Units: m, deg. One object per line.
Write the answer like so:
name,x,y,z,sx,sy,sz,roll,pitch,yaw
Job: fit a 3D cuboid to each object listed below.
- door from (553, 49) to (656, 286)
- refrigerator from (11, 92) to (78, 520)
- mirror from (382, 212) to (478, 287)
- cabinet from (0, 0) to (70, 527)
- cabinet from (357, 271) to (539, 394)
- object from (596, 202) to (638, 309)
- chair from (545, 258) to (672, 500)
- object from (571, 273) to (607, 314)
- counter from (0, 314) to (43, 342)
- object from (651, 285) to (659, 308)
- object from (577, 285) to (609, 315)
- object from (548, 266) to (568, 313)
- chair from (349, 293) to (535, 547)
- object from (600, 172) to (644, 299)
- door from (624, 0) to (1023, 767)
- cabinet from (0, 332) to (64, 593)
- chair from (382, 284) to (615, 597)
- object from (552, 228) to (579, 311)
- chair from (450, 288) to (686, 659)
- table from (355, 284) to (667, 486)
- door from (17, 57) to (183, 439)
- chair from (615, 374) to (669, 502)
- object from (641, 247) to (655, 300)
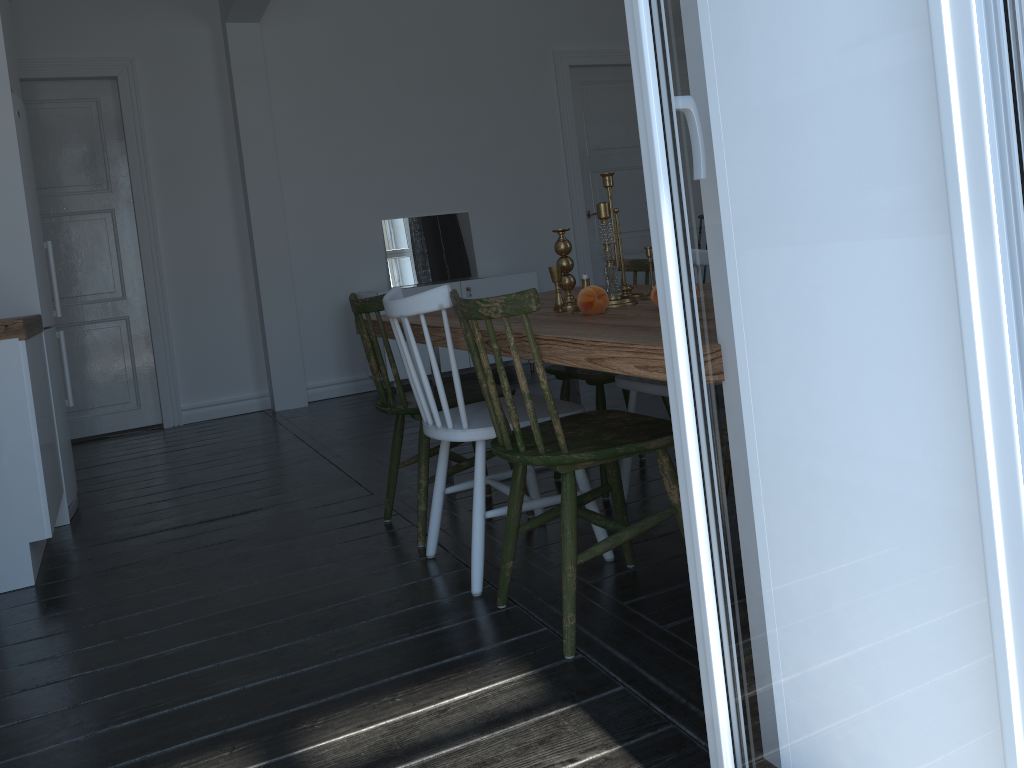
door,0.990,-1.587,7.471,1.177,2.463,0.116,-8,2,-24
refrigerator,-2.334,-0.288,3.782,0.685,1.793,0.576,-8,3,-24
mirror,-0.616,-1.024,6.674,0.700,0.500,0.054,-10,3,-24
cabinet,-1.876,-0.405,2.307,0.784,2.354,3.806,-8,7,-20
cabinet,-0.426,-0.385,6.437,1.208,0.731,0.591,-10,5,-24
object,0.285,-0.382,2.602,0.140,0.309,0.141,-6,3,18
chair,0.409,-0.058,3.357,0.489,0.823,0.467,-9,4,-25
object,0.213,-0.259,2.502,0.103,0.113,0.102,-11,6,-38
counter,-1.674,-0.039,2.035,0.852,0.073,3.110,-10,9,-23
object,0.397,-0.225,2.232,0.091,0.087,0.084,-7,5,2
object,0.219,-0.227,2.395,0.085,0.083,0.090,-8,6,-11
object,0.136,-0.279,2.605,0.050,0.138,0.049,-8,3,-24
chair,-0.264,0.069,3.052,0.489,0.823,0.467,-9,4,-25
object,0.346,-0.477,2.847,0.113,0.408,0.115,-6,3,28
door,0.325,-0.340,1.048,0.105,2.016,0.586,-7,3,-18
cabinet,-1.678,0.398,2.032,0.732,0.807,3.202,-8,8,-15
chair,-0.078,0.108,2.597,0.513,0.838,0.466,-8,4,-24
object,0.164,-0.350,2.691,0.100,0.246,0.101,-7,3,0
chair,0.155,0.153,2.174,0.489,0.823,0.467,-9,4,-25
table,0.338,0.109,2.679,1.025,0.711,2.235,-10,8,-23
door,-2.850,-0.863,5.719,1.048,2.463,0.116,-8,2,-24
chair,0.640,-0.029,2.934,0.513,0.838,0.466,-8,4,-24
object,0.430,-0.343,2.715,0.080,0.159,0.081,-5,4,23
